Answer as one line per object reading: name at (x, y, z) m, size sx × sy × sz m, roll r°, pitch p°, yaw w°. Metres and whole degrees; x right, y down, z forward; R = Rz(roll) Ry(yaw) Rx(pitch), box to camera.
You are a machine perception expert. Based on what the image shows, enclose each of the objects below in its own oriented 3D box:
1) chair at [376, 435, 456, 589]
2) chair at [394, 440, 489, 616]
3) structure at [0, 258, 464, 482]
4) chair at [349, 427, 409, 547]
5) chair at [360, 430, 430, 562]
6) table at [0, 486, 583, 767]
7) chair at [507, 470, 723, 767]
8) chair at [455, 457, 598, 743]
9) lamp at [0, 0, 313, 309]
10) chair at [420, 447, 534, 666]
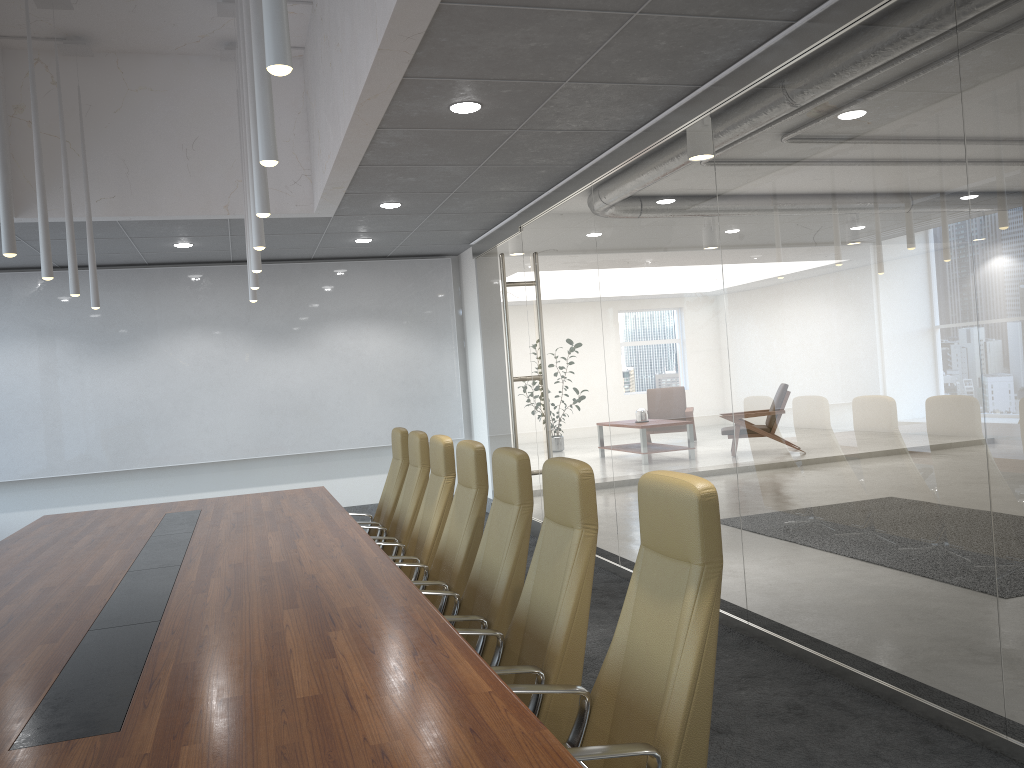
chair at (-0.839, 1.072, 5.779) m, size 0.955 × 1.406 × 0.711 m, roll -4°, pitch 0°, yaw -17°
chair at (-0.608, 1.060, 5.018) m, size 0.955 × 1.406 × 0.711 m, roll -4°, pitch 0°, yaw -17°
structure at (-1.914, -0.350, 4.642) m, size 6.600 × 2.466 × 13.989 m, roll -4°, pitch 0°, yaw -17°
chair at (-1.307, 1.097, 7.318) m, size 0.955 × 1.406 × 0.711 m, roll -4°, pitch 0°, yaw -17°
chair at (-1.074, 1.085, 6.553) m, size 0.955 × 1.406 × 0.711 m, roll -4°, pitch 0°, yaw -17°
table at (-1.834, 1.409, 4.634) m, size 2.300 × 0.895 × 6.500 m, roll -4°, pitch 0°, yaw -17°
chair at (0.158, 1.018, 2.733) m, size 0.955 × 1.406 × 0.711 m, roll -4°, pitch 0°, yaw -17°
chair at (-0.144, 1.035, 3.492) m, size 0.955 × 1.406 × 0.711 m, roll -4°, pitch 0°, yaw -17°
lamp at (-2.084, -1.942, 4.612) m, size 2.619 × 2.378 × 7.258 m, roll -4°, pitch 0°, yaw -17°
chair at (-0.375, 1.048, 4.253) m, size 0.955 × 1.406 × 0.711 m, roll -4°, pitch 0°, yaw -17°
